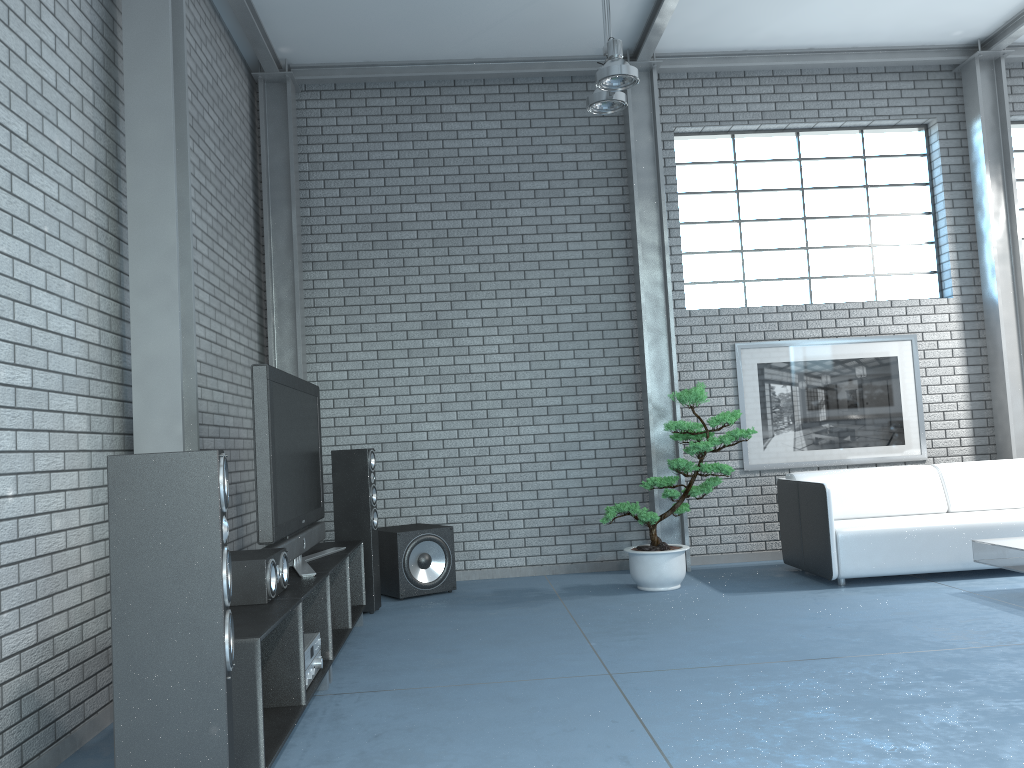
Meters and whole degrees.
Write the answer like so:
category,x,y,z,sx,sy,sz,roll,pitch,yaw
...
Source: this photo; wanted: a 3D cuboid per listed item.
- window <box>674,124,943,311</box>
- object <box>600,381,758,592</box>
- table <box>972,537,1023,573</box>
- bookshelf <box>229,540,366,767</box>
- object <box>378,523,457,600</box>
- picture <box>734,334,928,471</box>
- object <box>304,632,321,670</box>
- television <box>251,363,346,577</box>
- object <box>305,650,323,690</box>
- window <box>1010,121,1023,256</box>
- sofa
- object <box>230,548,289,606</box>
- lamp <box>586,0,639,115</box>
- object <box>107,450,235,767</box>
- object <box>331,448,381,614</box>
category,x,y,z,sx,sy,sz,roll,pitch,yaw
window,2.428,-1.373,7.371,2.200,1.500,0.100,-3,-4,-4
object,1.104,0.680,5.911,0.586,1.362,1.032,1,-5,-44
table,3.212,1.020,4.835,0.900,0.300,0.900,-3,-4,-4
bookshelf,-1.004,1.098,3.936,0.405,0.497,2.764,-3,-4,-4
object,-0.727,1.264,6.363,0.445,0.464,0.536,-1,-5,-33
picture,2.538,0.144,7.058,1.490,1.015,0.020,-3,-4,-4
object,-0.982,1.092,3.571,0.360,0.070,0.430,-3,-4,-4
television,-1.074,0.421,4.368,0.343,0.919,1.356,-3,-4,-4
object,-0.970,1.165,3.566,0.375,0.070,0.430,-3,-4,-4
window,5.219,-1.519,7.544,2.200,1.500,0.100,-3,-4,-4
sofa,3.078,0.888,6.113,2.238,0.661,0.919,-3,-4,-4
object,-1.009,0.730,3.371,0.254,0.159,0.381,-3,-4,-4
lamp,0.593,-2.214,5.516,0.300,0.872,0.639,-3,-4,-4
object,-0.788,0.684,2.088,0.254,1.045,0.159,-2,-4,-14
object,-0.999,0.944,5.722,0.254,1.045,0.159,-4,-4,6
